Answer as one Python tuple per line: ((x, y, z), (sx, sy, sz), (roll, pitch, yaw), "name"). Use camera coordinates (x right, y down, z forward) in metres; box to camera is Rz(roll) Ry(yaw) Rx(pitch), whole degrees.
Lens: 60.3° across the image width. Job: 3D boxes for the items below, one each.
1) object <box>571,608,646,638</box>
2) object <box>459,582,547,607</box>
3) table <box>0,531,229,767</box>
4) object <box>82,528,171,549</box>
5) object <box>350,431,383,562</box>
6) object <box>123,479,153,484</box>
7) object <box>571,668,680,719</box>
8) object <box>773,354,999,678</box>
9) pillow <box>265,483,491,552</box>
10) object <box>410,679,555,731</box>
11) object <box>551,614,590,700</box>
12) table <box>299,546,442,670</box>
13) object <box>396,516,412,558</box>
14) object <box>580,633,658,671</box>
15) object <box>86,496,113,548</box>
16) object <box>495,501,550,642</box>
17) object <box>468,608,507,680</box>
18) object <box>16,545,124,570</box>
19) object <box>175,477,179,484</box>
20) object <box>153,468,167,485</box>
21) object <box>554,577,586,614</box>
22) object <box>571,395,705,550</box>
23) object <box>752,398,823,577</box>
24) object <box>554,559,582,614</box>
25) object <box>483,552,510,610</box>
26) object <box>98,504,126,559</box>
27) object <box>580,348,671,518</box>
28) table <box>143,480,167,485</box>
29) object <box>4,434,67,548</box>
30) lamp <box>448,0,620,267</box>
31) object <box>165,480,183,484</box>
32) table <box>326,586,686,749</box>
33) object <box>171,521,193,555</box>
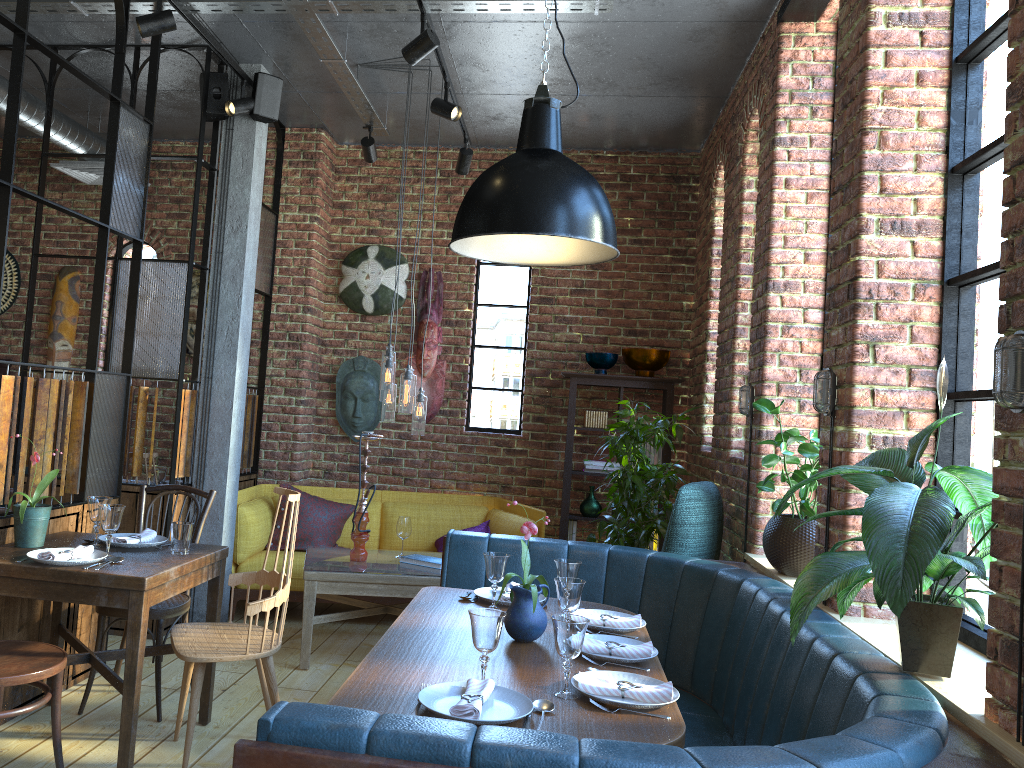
((0.320, 0.796, 3.013), (0.274, 0.051, 0.319), (4, -2, 9), "object")
((-0.027, 0.783, 3.293), (0.331, 0.051, 0.264), (4, -2, 10), "object")
((-1.601, 1.003, 3.356), (0.760, 0.728, 0.741), (3, -3, 6), "table")
((-1.555, 0.624, 3.581), (0.331, 0.051, 0.264), (4, -2, 10), "object")
((-0.813, 0.611, 4.790), (0.168, 0.705, 0.261), (4, -3, -4), "object")
((-2.496, 0.640, 5.769), (0.274, 0.051, 0.319), (4, -2, 9), "object")
((0.287, 0.766, 2.249), (0.274, 0.051, 0.319), (4, -2, 9), "object")
((0.967, 0.290, 2.129), (0.615, 0.752, 0.725), (3, -3, 5), "object")
((-0.863, 0.926, 5.885), (1.486, 0.454, 0.402), (4, -3, -4), "pillow")
((-0.067, 0.735, 2.046), (0.331, 0.051, 0.264), (4, -2, 10), "object")
((0.140, 0.683, 2.208), (0.103, 0.192, 0.094), (2, -4, 35), "object")
((-0.687, 1.230, 4.852), (0.924, 0.509, 0.759), (4, -2, -8), "table")
((-0.619, 0.871, 5.012), (0.095, 0.228, 0.086), (1, -4, 44), "object")
((0.300, 0.782, 2.647), (0.274, 0.051, 0.319), (4, -2, 9), "object")
((-1.633, 0.544, 3.473), (0.096, 0.192, 0.101), (5, -3, -19), "object")
((0.053, 0.578, 2.744), (0.142, 0.432, 0.210), (2, -3, 24), "object")
((-0.068, 0.669, 2.213), (0.103, 0.192, 0.094), (2, -4, 35), "object")
((-1.567, 0.607, 3.139), (0.331, 0.051, 0.264), (4, -2, 10), "object")
((-2.153, 0.588, 5.668), (0.102, 0.192, 0.094), (2, -3, 26), "object")
((-2.317, 0.618, 5.793), (0.088, 0.120, 0.080), (2, -4, 37), "object")
((0.174, 0.705, 2.735), (0.103, 0.192, 0.094), (2, -4, 35), "object")
((0.720, 0.826, 5.136), (0.709, 1.530, 0.877), (4, -3, -16), "object")
((1.119, 0.397, 3.360), (0.402, 0.664, 0.490), (2, -3, 29), "object")
((0.191, 0.720, 3.099), (0.103, 0.192, 0.094), (2, -4, 35), "object")
((-0.061, 0.704, 3.147), (0.103, 0.192, 0.094), (2, -4, 35), "object")
((-1.488, 0.546, 3.260), (0.094, 0.192, 0.103), (6, -4, -37), "object")
((0.720, 0.638, 5.993), (0.612, 1.763, 0.325), (4, -3, 2), "object")
((-2.291, 1.044, 5.748), (0.760, 0.728, 0.741), (3, -3, 6), "table")
((-1.833, 0.411, 3.406), (0.145, 0.427, 0.198), (1, -4, 40), "object")
((0.108, -1.071, 2.775), (0.548, 1.327, 0.509), (2, -3, 24), "lamp")
((-2.240, 0.666, 5.997), (0.331, 0.051, 0.264), (4, -2, 10), "object")
((0.001, 1.118, 2.637), (0.832, 0.661, 1.521), (4, -2, 5), "table")
((-1.290, 0.601, 3.436), (0.084, 0.120, 0.085), (4, -3, -4), "object")
